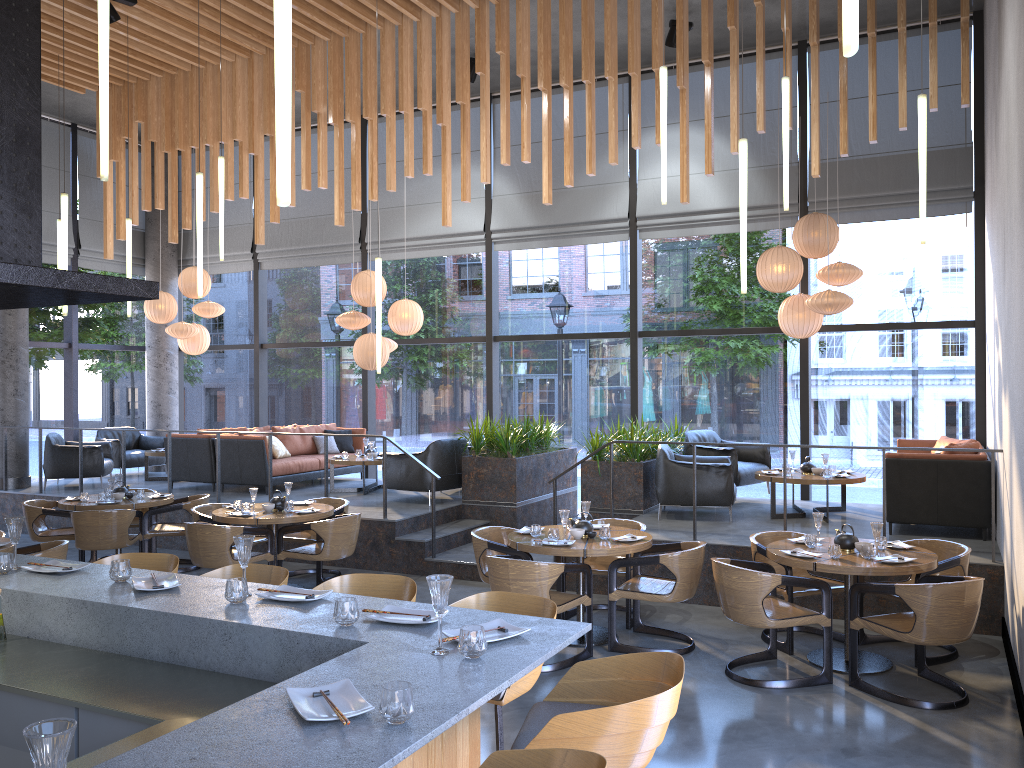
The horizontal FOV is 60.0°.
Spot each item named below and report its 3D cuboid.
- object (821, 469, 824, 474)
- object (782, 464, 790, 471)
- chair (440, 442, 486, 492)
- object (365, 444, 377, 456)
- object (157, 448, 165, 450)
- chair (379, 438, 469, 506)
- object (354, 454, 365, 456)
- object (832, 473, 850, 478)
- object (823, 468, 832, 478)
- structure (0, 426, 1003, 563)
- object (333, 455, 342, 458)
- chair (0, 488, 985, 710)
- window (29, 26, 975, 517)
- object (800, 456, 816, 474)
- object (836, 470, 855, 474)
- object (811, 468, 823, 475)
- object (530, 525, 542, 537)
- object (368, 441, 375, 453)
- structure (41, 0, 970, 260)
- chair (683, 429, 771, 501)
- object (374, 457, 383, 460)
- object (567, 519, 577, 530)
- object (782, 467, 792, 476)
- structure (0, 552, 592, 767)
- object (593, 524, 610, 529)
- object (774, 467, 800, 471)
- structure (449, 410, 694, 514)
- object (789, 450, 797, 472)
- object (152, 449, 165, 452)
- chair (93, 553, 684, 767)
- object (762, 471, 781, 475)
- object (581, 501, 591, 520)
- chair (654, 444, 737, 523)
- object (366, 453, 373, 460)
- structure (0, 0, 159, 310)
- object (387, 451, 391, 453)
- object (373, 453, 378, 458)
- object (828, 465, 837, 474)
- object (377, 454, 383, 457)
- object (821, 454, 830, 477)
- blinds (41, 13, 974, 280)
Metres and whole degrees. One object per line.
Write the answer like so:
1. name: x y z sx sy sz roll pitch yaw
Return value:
1. object: 3.206 0.906 9.154 0.080 0.042 0.080 0 0 -11
2. object: 2.891 0.886 9.353 0.086 0.086 0.086 0 0 -26
3. chair: -0.466 1.007 11.632 0.833 0.743 1.030 0 0 12
4. object: -1.848 0.869 11.635 0.163 0.179 0.168 0 0 -8
5. object: -5.189 0.968 13.279 0.170 0.025 0.294 0 0 16
6. chair: -0.984 1.009 10.568 0.833 0.743 1.030 0 0 33
7. object: -1.989 0.948 11.953 0.294 0.025 0.170 0 0 -28
8. object: 3.278 0.914 8.829 0.170 0.025 0.294 0 0 7
9. object: 3.129 0.884 8.799 0.086 0.086 0.086 0 0 30
10. structure: -3.523 -0.253 5.214 11.718 4.117 9.054 0 0 26
11. object: -2.251 0.949 11.540 0.170 0.025 0.294 0 0 7
12. chair: -1.930 1.542 6.713 9.749 0.759 4.352 0 0 27
13. window: -3.094 -1.021 6.542 12.739 5.897 12.900 0 0 26
14. object: 3.079 0.838 9.220 0.163 0.179 0.168 0 0 -8
15. object: 3.467 0.914 9.215 0.170 0.025 0.294 0 0 7
16. object: 3.126 0.895 9.079 0.116 0.065 0.116 0 0 -34
17. object: 0.180 1.112 6.708 0.086 0.086 0.086 0 0 -39
18. object: -1.787 0.844 11.299 0.082 0.227 0.082 0 0 -21
19. structure: -3.183 -1.027 4.930 10.399 5.894 10.127 0 0 26
20. chair: 2.451 0.911 10.256 0.833 0.743 1.030 0 0 40
21. object: -1.648 0.945 11.244 0.170 0.025 0.294 0 0 7
22. object: 0.477 1.111 6.987 0.086 0.086 0.086 0 0 8
23. object: 2.781 0.886 8.969 0.086 0.086 0.086 0 0 30
24. structure: -4.822 1.234 2.755 8.945 1.400 4.889 0 0 26
25. object: 0.629 1.141 7.101 0.294 0.025 0.170 0 0 11
26. object: 2.937 0.917 9.538 0.294 0.025 0.170 0 0 -28
27. structure: -5.196 1.138 8.411 15.715 1.608 4.306 0 0 -25
28. object: 2.979 0.815 9.411 0.082 0.227 0.082 0 0 8
29. object: -5.080 0.967 12.802 0.170 0.025 0.294 0 0 -39
30. chair: -0.911 1.386 1.823 2.787 1.047 5.395 0 0 3
31. object: 2.675 0.918 9.125 0.170 0.025 0.294 0 0 7
32. object: 0.582 1.039 6.976 0.082 0.227 0.082 0 0 -43
33. chair: 1.894 0.991 9.164 0.833 0.743 1.030 0 0 12
34. object: -1.797 0.915 11.214 0.086 0.086 0.086 0 0 30
35. structure: -6.564 -0.946 3.710 8.600 2.382 4.958 0 0 26
36. object: -1.616 0.914 11.584 0.086 0.086 0.086 0 0 30
37. object: -1.801 0.926 11.494 0.116 0.065 0.116 0 0 -34
38. object: 3.311 0.883 9.169 0.086 0.086 0.086 0 0 30
39. object: -1.720 0.937 11.569 0.080 0.042 0.080 0 0 11
40. object: 3.139 0.813 8.884 0.082 0.227 0.082 0 0 -21
41. blinds: -4.761 -2.804 10.574 17.610 2.314 8.760 0 0 -20
